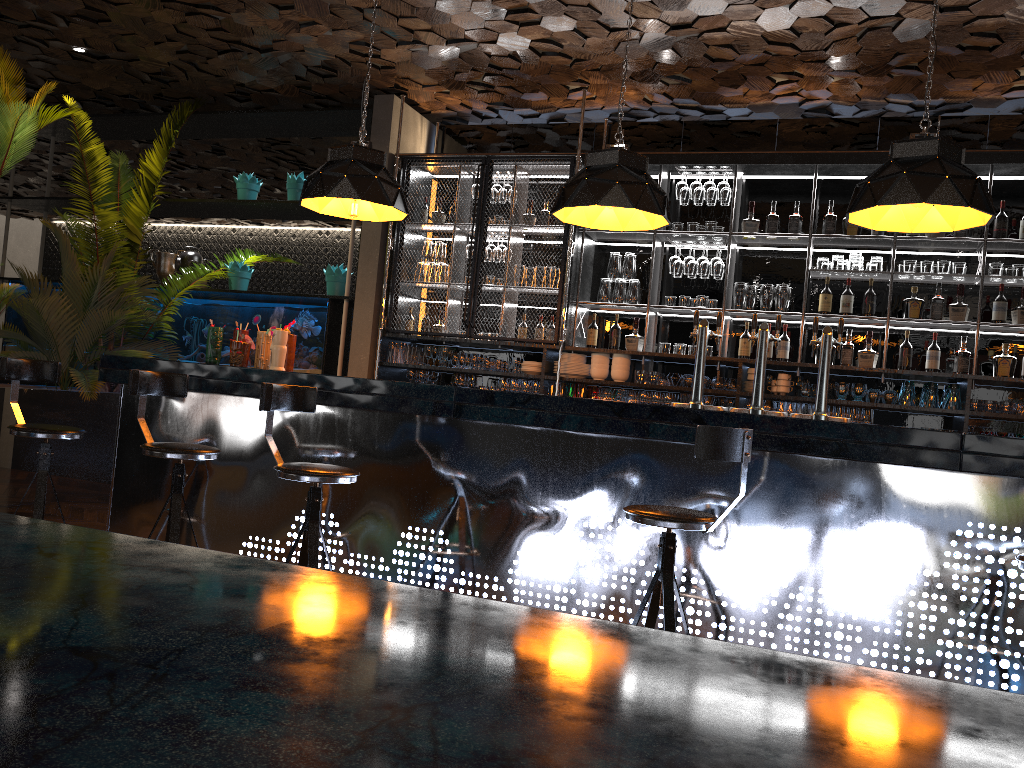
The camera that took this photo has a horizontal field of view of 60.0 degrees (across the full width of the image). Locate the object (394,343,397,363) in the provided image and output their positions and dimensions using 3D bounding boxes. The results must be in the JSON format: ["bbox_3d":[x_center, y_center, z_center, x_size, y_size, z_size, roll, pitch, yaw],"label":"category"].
[{"bbox_3d":[-0.985,-0.261,7.495,0.067,0.174,0.067,6,-1,-30],"label":"object"}]

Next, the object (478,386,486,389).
[{"bbox_3d":[-0.249,0.088,7.164,0.074,0.146,0.065,5,-1,-4],"label":"object"}]

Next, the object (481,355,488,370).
[{"bbox_3d":[-0.239,-0.171,7.311,0.074,0.131,0.074,5,-1,33],"label":"object"}]

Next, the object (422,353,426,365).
[{"bbox_3d":[-0.766,-0.227,7.641,0.051,0.152,0.058,6,-1,-19],"label":"object"}]

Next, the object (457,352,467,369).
[{"bbox_3d":[-0.405,-0.189,7.199,0.081,0.132,0.081,5,-1,-8],"label":"object"}]

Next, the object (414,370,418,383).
[{"bbox_3d":[-0.803,0.000,7.446,0.091,0.227,0.091,6,-1,-31],"label":"object"}]

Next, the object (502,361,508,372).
[{"bbox_3d":[-0.077,-0.140,7.255,0.078,0.099,0.078,6,-1,-13],"label":"object"}]

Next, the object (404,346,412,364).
[{"bbox_3d":[-0.865,-0.241,7.363,0.051,0.152,0.058,5,-1,25],"label":"object"}]

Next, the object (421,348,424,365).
[{"bbox_3d":[-0.788,-0.230,7.588,0.051,0.152,0.058,4,-1,44],"label":"object"}]

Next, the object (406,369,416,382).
[{"bbox_3d":[-0.842,-0.006,7.345,0.091,0.227,0.091,6,-1,-18],"label":"object"}]

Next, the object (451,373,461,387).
[{"bbox_3d":[-0.455,0.027,7.185,0.088,0.229,0.077,5,-1,33],"label":"object"}]

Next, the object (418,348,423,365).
[{"bbox_3d":[-0.794,-0.232,7.527,0.058,0.152,0.051,6,-1,-44],"label":"object"}]

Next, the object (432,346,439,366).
[{"bbox_3d":[-0.646,-0.228,7.395,0.087,0.170,0.087,6,-1,-19],"label":"object"}]

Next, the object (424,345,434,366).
[{"bbox_3d":[-0.686,-0.233,7.284,0.087,0.170,0.087,6,-1,-19],"label":"object"}]

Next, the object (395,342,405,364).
[{"bbox_3d":[-0.935,-0.258,7.408,0.067,0.174,0.067,6,-1,-31],"label":"object"}]

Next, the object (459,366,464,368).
[{"bbox_3d":[-0.416,-0.187,7.414,0.081,0.132,0.081,5,-1,-8],"label":"object"}]

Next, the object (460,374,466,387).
[{"bbox_3d":[-0.423,0.032,7.271,0.088,0.229,0.077,6,-1,-20],"label":"object"}]

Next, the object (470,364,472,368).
[{"bbox_3d":[-0.321,-0.178,7.433,0.081,0.132,0.081,5,-1,-8],"label":"object"}]

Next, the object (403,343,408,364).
[{"bbox_3d":[-0.916,-0.255,7.483,0.067,0.174,0.067,6,-1,-45],"label":"object"}]

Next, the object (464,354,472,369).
[{"bbox_3d":[-0.368,-0.184,7.313,0.081,0.132,0.081,5,-1,-8],"label":"object"}]

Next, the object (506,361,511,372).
[{"bbox_3d":[-0.045,-0.136,7.333,0.078,0.099,0.078,6,-1,-13],"label":"object"}]

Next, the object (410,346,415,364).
[{"bbox_3d":[-0.841,-0.238,7.417,0.058,0.152,0.051,5,-1,24],"label":"object"}]

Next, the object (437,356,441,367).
[{"bbox_3d":[-0.606,-0.222,7.507,0.087,0.170,0.087,6,-1,-19],"label":"object"}]

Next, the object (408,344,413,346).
[{"bbox_3d":[-0.887,-0.251,7.569,0.067,0.174,0.067,6,-1,-19],"label":"object"}]

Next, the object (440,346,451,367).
[{"bbox_3d":[-0.548,-0.221,7.222,0.087,0.170,0.087,6,-1,-19],"label":"object"}]

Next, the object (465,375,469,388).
[{"bbox_3d":[-0.399,0.035,7.349,0.077,0.229,0.088,5,-1,36],"label":"object"}]

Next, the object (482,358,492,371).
[{"bbox_3d":[-0.200,-0.156,7.113,0.078,0.103,0.078,6,-1,-27],"label":"object"}]

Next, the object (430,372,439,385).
[{"bbox_3d":[-0.675,0.013,7.516,0.091,0.227,0.091,6,-1,-17],"label":"object"}]

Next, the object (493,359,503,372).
[{"bbox_3d":[-0.110,-0.146,7.072,0.078,0.099,0.078,6,-1,-13],"label":"object"}]

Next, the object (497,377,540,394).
[{"bbox_3d":[0.074,0.077,7.099,0.376,0.227,0.186,5,-1,18],"label":"object"}]

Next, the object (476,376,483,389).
[{"bbox_3d":[-0.286,0.046,7.346,0.088,0.229,0.077,5,-1,21],"label":"object"}]

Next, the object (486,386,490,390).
[{"bbox_3d":[-0.215,0.093,7.263,0.065,0.146,0.074,5,-1,32],"label":"object"}]

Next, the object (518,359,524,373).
[{"bbox_3d":[0.063,-0.143,7.296,0.074,0.131,0.074,5,-1,33],"label":"object"}]

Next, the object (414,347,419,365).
[{"bbox_3d":[-0.816,-0.235,7.472,0.058,0.152,0.051,6,-1,-19],"label":"object"}]

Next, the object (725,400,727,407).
[{"bbox_3d":[1.605,0.218,6.627,0.071,0.217,0.071,5,-1,28],"label":"object"}]

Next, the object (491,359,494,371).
[{"bbox_3d":[-0.164,-0.150,7.286,0.078,0.103,0.078,6,-1,-27],"label":"object"}]

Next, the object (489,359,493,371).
[{"bbox_3d":[-0.193,-0.154,7.199,0.078,0.103,0.078,6,-1,-27],"label":"object"}]

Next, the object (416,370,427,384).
[{"bbox_3d":[-0.755,0.002,7.311,0.091,0.227,0.091,5,-1,43],"label":"object"}]

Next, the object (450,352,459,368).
[{"bbox_3d":[-0.465,-0.194,7.276,0.081,0.132,0.081,5,-1,-8],"label":"object"}]

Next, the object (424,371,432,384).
[{"bbox_3d":[-0.718,0.007,7.408,0.091,0.227,0.091,6,-1,-17],"label":"object"}]

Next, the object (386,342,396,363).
[{"bbox_3d":[-1.013,-0.265,7.425,0.067,0.174,0.067,5,-1,28],"label":"object"}]

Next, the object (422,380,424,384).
[{"bbox_3d":[-0.765,0.005,7.575,0.091,0.227,0.091,5,-1,23],"label":"object"}]

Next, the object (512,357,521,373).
[{"bbox_3d":[0.031,-0.149,7.120,0.074,0.131,0.074,5,-1,33],"label":"object"}]

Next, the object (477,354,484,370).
[{"bbox_3d":[-0.268,-0.175,7.229,0.074,0.131,0.074,5,-1,33],"label":"object"}]

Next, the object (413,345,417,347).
[{"bbox_3d":[-0.858,-0.247,7.650,0.067,0.174,0.067,6,-1,-30],"label":"object"}]

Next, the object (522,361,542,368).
[{"bbox_3d":[0.178,-0.143,7.045,0.209,0.060,0.211,6,-1,-26],"label":"object"}]

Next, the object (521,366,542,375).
[{"bbox_3d":[0.173,-0.102,7.045,0.211,0.060,0.209,6,-1,-21],"label":"object"}]

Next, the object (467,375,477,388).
[{"bbox_3d":[-0.331,0.040,7.232,0.088,0.229,0.077,5,-1,19],"label":"object"}]

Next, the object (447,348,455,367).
[{"bbox_3d":[-0.526,-0.215,7.465,0.087,0.170,0.087,6,-1,-19],"label":"object"}]

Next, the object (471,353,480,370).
[{"bbox_3d":[-0.300,-0.179,7.148,0.074,0.131,0.074,5,-1,33],"label":"object"}]

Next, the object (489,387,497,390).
[{"bbox_3d":[-0.158,0.096,7.136,0.074,0.146,0.065,5,-1,14],"label":"object"}]

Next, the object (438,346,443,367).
[{"bbox_3d":[-0.575,-0.222,7.329,0.087,0.170,0.087,6,-1,-19],"label":"object"}]
